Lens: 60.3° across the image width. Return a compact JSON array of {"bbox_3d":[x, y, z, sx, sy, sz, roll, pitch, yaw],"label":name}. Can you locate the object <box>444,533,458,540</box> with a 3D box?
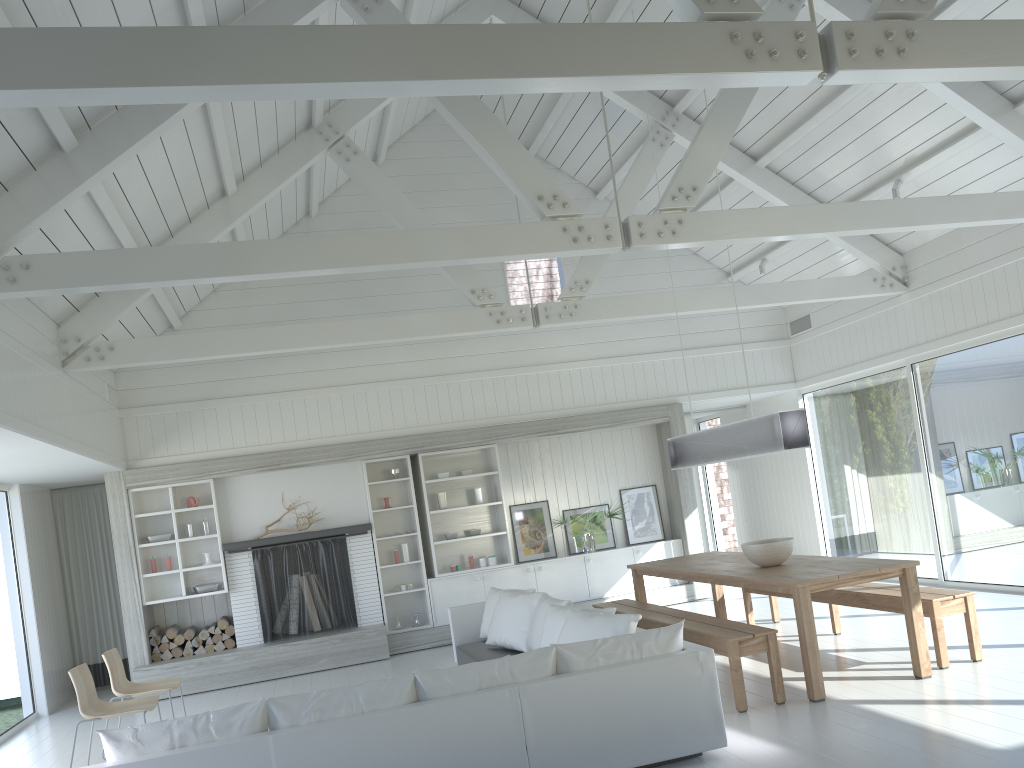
[{"bbox_3d":[-0.712,1.789,10.362,0.140,0.066,0.142,-6,-7,-14],"label":"object"}]

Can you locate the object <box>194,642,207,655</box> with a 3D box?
[{"bbox_3d":[-3.423,2.933,9.763,0.133,0.146,0.553,-7,-7,-15],"label":"object"}]

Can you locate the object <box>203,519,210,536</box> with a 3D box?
[{"bbox_3d":[-3.344,1.559,9.642,0.054,0.195,0.054,-8,-2,-13],"label":"object"}]

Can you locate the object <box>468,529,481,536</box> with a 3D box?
[{"bbox_3d":[-0.448,1.780,10.573,0.140,0.066,0.142,-6,-7,-14],"label":"object"}]

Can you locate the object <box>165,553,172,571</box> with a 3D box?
[{"bbox_3d":[-3.715,1.920,9.532,0.054,0.195,0.054,-8,-2,-13],"label":"object"}]

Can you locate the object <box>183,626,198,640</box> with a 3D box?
[{"bbox_3d":[-3.545,2.745,9.728,0.109,0.109,0.499,-7,-7,-16],"label":"object"}]

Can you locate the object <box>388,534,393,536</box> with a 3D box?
[{"bbox_3d":[-1.404,1.747,10.186,0.054,0.025,0.055,-6,-7,-14],"label":"object"}]

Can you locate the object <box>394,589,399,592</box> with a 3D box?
[{"bbox_3d":[-1.329,2.384,10.188,0.054,0.025,0.055,-6,-7,-14],"label":"object"}]

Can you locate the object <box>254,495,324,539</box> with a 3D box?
[{"bbox_3d":[-2.414,1.419,9.730,0.779,0.501,0.462,-3,-7,-44],"label":"object"}]

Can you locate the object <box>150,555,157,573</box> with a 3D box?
[{"bbox_3d":[-3.861,1.936,9.495,0.054,0.195,0.054,-8,-2,-13],"label":"object"}]

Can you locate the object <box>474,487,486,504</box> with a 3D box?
[{"bbox_3d":[-0.369,1.327,10.472,0.103,0.196,0.102,-10,-3,31],"label":"object"}]

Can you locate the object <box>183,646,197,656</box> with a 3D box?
[{"bbox_3d":[-3.549,2.912,9.725,0.105,0.114,0.522,-7,-7,-15],"label":"object"}]

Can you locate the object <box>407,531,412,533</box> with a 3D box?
[{"bbox_3d":[-1.202,1.740,10.348,0.054,0.025,0.055,-6,-7,-14],"label":"object"}]

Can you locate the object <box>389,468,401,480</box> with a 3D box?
[{"bbox_3d":[-1.353,1.049,10.226,0.162,0.124,0.161,-10,-6,18],"label":"object"}]

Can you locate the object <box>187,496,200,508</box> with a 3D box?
[{"bbox_3d":[-3.482,1.287,9.614,0.233,0.126,0.059,-12,-4,31],"label":"object"}]

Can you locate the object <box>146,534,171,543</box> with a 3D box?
[{"bbox_3d":[-3.822,1.675,9.536,0.241,0.072,0.245,-4,-8,-29],"label":"object"}]

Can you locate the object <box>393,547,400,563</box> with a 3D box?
[{"bbox_3d":[-1.339,1.977,10.206,0.054,0.195,0.055,-8,-2,-15],"label":"object"}]

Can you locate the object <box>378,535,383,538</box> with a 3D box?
[{"bbox_3d":[-1.506,1.751,10.105,0.054,0.025,0.055,-6,-7,-14],"label":"object"}]

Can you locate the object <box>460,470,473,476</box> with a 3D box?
[{"bbox_3d":[-0.549,1.075,10.590,0.140,0.066,0.142,-6,-7,-14],"label":"object"}]

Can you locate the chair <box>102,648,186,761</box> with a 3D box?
[{"bbox_3d":[-2.930,2.470,6.971,0.553,0.778,0.600,-7,-4,-14],"label":"chair"}]

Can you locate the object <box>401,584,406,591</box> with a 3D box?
[{"bbox_3d":[-1.258,2.353,10.207,0.054,0.071,0.055,-7,-4,-15],"label":"object"}]

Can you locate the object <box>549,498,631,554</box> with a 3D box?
[{"bbox_3d":[0.975,1.709,10.584,0.967,0.627,0.627,-6,-5,-16],"label":"object"}]

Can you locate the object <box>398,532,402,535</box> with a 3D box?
[{"bbox_3d":[-1.303,1.743,10.267,0.054,0.025,0.055,-6,-7,-14],"label":"object"}]

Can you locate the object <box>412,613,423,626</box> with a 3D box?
[{"bbox_3d":[-1.103,2.732,10.217,0.138,0.130,0.136,-11,-5,28],"label":"object"}]

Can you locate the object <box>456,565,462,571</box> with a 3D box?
[{"bbox_3d":[-0.628,2.163,10.378,0.058,0.061,0.058,-5,-5,-37],"label":"object"}]

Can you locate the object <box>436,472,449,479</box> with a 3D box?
[{"bbox_3d":[-0.813,1.084,10.378,0.140,0.066,0.142,-6,-7,-14],"label":"object"}]

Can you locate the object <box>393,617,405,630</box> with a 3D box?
[{"bbox_3d":[-1.313,2.755,10.165,0.138,0.130,0.136,-11,-5,28],"label":"object"}]

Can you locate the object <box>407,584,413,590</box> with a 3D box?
[{"bbox_3d":[-1.186,2.350,10.222,0.058,0.061,0.058,-7,-4,-15],"label":"object"}]

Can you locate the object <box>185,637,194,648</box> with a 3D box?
[{"bbox_3d":[-3.542,2.837,9.710,0.080,0.079,0.482,-7,-7,-16],"label":"object"}]

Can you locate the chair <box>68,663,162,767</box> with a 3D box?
[{"bbox_3d":[-2.802,2.349,6.200,0.553,0.778,0.600,-7,-4,-14],"label":"chair"}]

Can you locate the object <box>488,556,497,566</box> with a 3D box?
[{"bbox_3d":[-0.230,2.090,10.437,0.086,0.111,0.085,-10,-4,21],"label":"object"}]

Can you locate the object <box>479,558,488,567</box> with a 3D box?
[{"bbox_3d":[-0.336,2.119,10.480,0.092,0.095,0.090,-10,-5,20],"label":"object"}]

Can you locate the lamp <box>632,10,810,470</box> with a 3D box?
[{"bbox_3d":[1.449,-1.485,7.053,0.199,4.230,1.920,-8,-2,-15],"label":"lamp"}]

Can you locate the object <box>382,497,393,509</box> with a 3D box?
[{"bbox_3d":[-1.449,1.381,10.211,0.138,0.130,0.136,-11,-5,28],"label":"object"}]

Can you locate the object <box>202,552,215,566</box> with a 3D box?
[{"bbox_3d":[-3.320,1.909,9.625,0.136,0.130,0.138,-6,-5,-27],"label":"object"}]

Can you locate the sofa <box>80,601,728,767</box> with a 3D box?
[{"bbox_3d":[-1.039,2.138,6.296,3.465,0.735,4.173,-6,-8,-14],"label":"sofa"}]

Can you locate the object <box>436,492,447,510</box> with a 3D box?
[{"bbox_3d":[-0.820,1.377,10.360,0.102,0.196,0.103,-7,-3,-14],"label":"object"}]

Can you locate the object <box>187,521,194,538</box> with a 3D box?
[{"bbox_3d":[-3.504,1.577,9.602,0.054,0.195,0.054,-8,-2,-13],"label":"object"}]

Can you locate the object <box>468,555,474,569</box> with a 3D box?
[{"bbox_3d":[-0.484,2.079,10.407,0.054,0.195,0.055,-8,-2,-15],"label":"object"}]

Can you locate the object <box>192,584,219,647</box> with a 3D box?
[{"bbox_3d":[-3.423,2.549,9.731,0.339,0.641,0.618,-7,-4,-29],"label":"object"}]

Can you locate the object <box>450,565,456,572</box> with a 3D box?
[{"bbox_3d":[-0.689,2.161,10.336,0.054,0.071,0.055,-6,-4,-35],"label":"object"}]

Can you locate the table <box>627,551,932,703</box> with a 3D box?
[{"bbox_3d":[1.920,1.810,7.033,0.903,0.759,2.976,-7,-7,-14],"label":"table"}]

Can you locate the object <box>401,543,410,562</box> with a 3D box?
[{"bbox_3d":[-1.237,1.958,10.230,0.072,0.210,0.072,-8,-2,-15],"label":"object"}]
